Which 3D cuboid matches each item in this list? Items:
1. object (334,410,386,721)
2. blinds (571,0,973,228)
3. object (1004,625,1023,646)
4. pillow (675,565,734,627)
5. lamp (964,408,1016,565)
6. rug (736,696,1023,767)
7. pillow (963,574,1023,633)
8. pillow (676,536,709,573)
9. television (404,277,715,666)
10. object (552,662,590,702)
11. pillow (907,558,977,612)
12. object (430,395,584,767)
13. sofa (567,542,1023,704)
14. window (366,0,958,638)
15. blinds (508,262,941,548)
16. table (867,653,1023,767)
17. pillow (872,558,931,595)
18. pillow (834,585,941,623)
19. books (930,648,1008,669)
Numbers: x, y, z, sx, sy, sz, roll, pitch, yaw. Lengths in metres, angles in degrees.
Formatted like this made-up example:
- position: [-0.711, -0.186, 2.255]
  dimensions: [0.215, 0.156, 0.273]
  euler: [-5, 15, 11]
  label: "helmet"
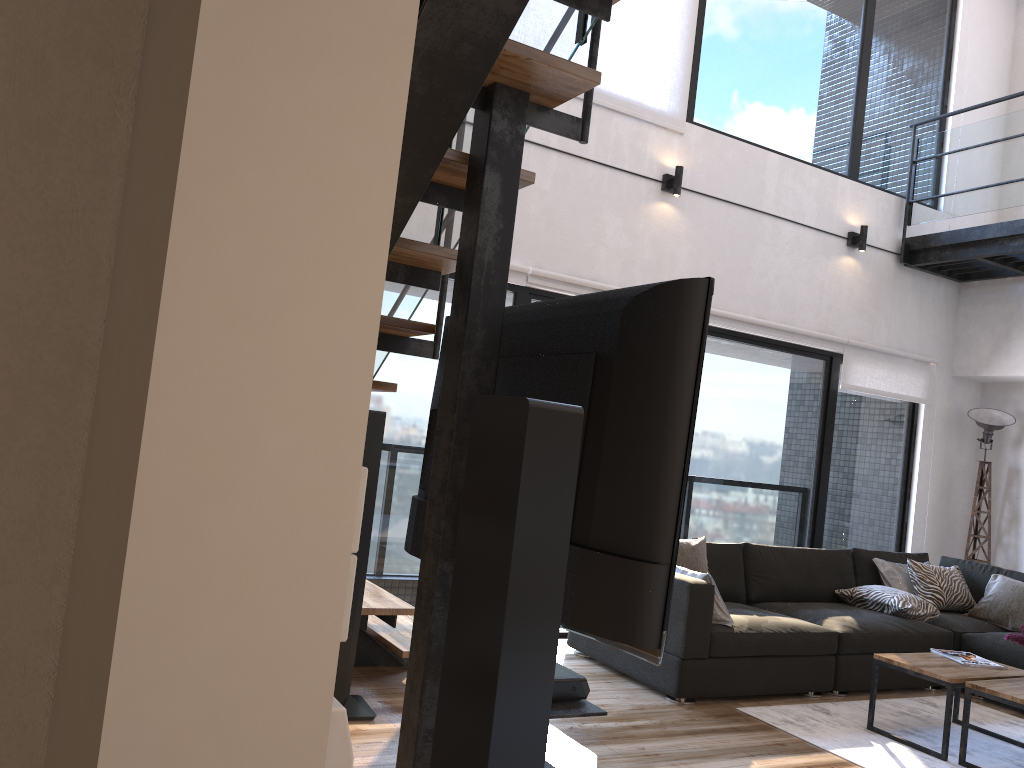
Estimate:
- position: [-0.634, 0.704, 3.563]
  dimensions: [0.271, 1.205, 0.271]
  euler: [8, -3, -24]
  label: "object"
- position: [-0.423, -2.642, 3.707]
  dimensions: [1.994, 2.973, 10.217]
  euler: [4, -4, 40]
  label: "blinds"
- position: [2.329, 1.140, 3.776]
  dimensions: [0.342, 0.342, 0.375]
  euler: [8, -4, -27]
  label: "object"
- position: [0.923, 1.066, 4.553]
  dimensions: [0.212, 0.265, 0.498]
  euler: [8, -4, -28]
  label: "pillow"
- position: [3.279, 1.030, 6.447]
  dimensions: [1.470, 1.826, 0.425]
  euler: [10, -4, -44]
  label: "lamp"
- position: [2.286, 1.655, 3.695]
  dimensions: [1.638, 0.003, 2.113]
  euler: [9, -4, -29]
  label: "rug"
- position: [3.110, 1.359, 5.466]
  dimensions: [0.273, 0.309, 0.547]
  euler: [8, -4, -29]
  label: "pillow"
- position: [0.899, 1.020, 4.923]
  dimensions: [0.610, 0.382, 0.265]
  euler: [8, -3, -28]
  label: "pillow"
- position: [0.009, 0.169, 2.223]
  dimensions: [0.136, 0.783, 1.207]
  euler: [8, -4, -28]
  label: "television"
- position: [-0.013, 0.720, 2.233]
  dimensions: [0.275, 0.058, 0.360]
  euler: [9, -4, -29]
  label: "object"
- position: [2.789, 1.310, 5.753]
  dimensions: [0.532, 0.314, 0.250]
  euler: [8, -3, -25]
  label: "pillow"
- position: [-0.048, 0.618, 1.072]
  dimensions: [0.271, 1.205, 0.271]
  euler: [9, -3, -39]
  label: "object"
- position: [2.378, 1.363, 4.464]
  dimensions: [3.046, 0.700, 2.998]
  euler: [9, -4, -29]
  label: "sofa"
- position: [1.696, -0.990, 4.071]
  dimensions: [13.410, 5.563, 5.662]
  euler: [9, -4, -29]
  label: "window"
- position: [0.921, 0.478, 5.557]
  dimensions: [5.374, 2.042, 0.095]
  euler: [9, -3, -29]
  label: "blinds"
- position: [2.283, 1.480, 3.733]
  dimensions: [0.698, 0.350, 1.298]
  euler: [8, -4, -28]
  label: "table"
- position: [2.656, 1.324, 5.858]
  dimensions: [0.612, 0.294, 0.234]
  euler: [8, -3, -28]
  label: "pillow"
- position: [2.298, 1.341, 5.454]
  dimensions: [0.356, 0.177, 0.530]
  euler: [9, -4, -31]
  label: "pillow"
- position: [2.188, 1.319, 4.256]
  dimensions: [0.229, 0.013, 0.295]
  euler: [7, -4, -8]
  label: "books"
